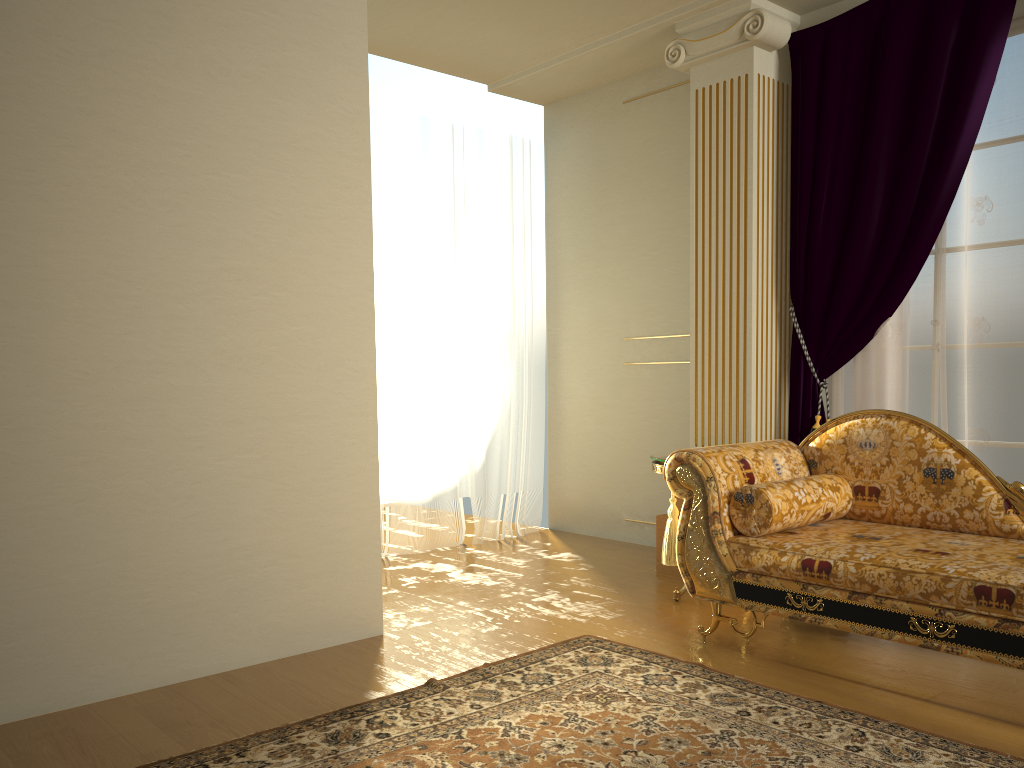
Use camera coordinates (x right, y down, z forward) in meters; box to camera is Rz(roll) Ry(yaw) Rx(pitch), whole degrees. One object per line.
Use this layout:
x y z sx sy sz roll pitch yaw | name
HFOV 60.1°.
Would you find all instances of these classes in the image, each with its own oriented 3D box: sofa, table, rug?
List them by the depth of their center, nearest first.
-0.159 0.991 1.656 3.073 0.017 2.114 -1 1 -41 | rug
1.417 0.533 2.905 0.692 0.874 1.891 -3 2 -41 | sofa
0.927 0.650 4.085 0.571 0.646 0.569 -1 3 4 | table

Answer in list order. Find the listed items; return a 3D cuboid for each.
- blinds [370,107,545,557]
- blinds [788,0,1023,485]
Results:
-0.574 -0.267 5.022 2.161 2.517 0.163 -3 5 -39 | blinds
2.087 -0.369 3.520 0.338 2.664 2.231 -5 4 -40 | blinds
